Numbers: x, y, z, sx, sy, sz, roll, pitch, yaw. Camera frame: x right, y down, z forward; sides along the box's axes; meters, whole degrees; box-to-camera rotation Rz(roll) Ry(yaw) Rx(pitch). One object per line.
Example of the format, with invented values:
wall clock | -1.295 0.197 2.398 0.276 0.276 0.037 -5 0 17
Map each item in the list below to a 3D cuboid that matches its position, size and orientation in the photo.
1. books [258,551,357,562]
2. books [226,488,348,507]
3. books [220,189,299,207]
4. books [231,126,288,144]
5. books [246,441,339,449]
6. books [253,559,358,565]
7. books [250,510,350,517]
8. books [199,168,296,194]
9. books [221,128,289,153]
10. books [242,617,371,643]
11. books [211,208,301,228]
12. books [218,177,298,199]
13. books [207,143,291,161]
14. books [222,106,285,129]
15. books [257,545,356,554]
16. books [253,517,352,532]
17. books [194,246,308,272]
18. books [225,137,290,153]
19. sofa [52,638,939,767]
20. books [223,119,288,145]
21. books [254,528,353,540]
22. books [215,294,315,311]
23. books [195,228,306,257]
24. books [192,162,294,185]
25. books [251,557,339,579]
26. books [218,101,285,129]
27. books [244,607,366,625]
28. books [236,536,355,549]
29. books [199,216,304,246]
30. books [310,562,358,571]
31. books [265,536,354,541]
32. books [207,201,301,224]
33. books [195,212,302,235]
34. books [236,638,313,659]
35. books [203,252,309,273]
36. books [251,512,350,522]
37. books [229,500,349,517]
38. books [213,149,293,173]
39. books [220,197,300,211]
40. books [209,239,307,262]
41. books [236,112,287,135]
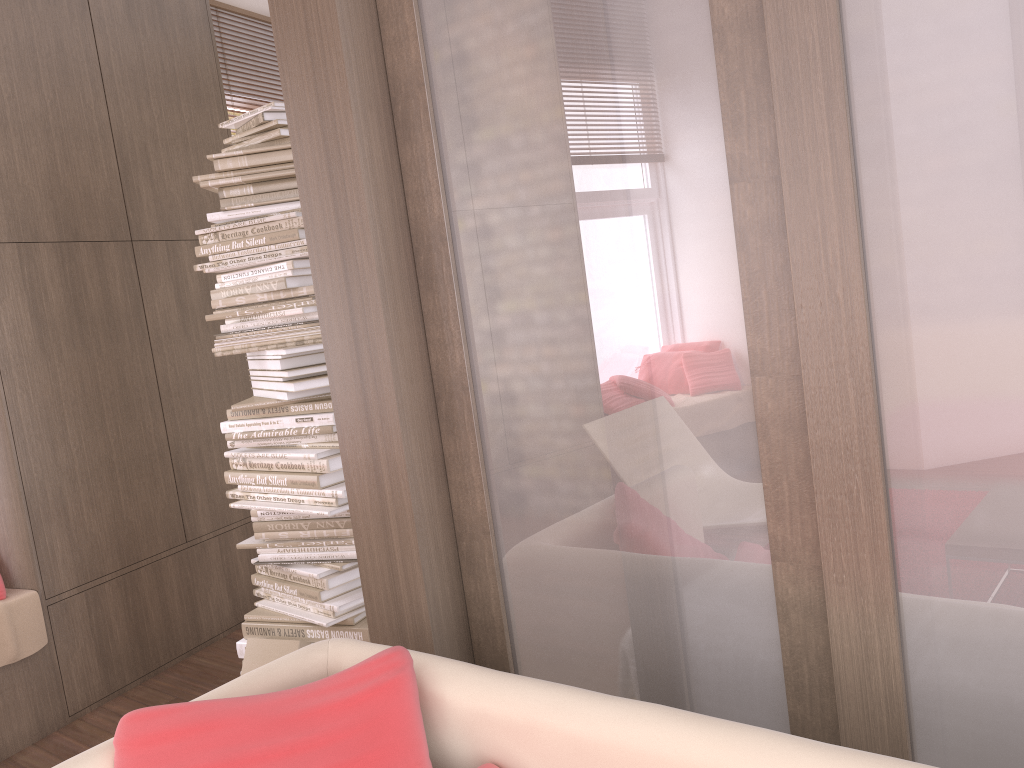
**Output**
books | -0.622 0.551 3.077 0.396 0.024 0.310 -6 6 20
books | -0.660 0.350 3.115 0.612 0.028 0.399 -3 8 40
books | -0.778 -0.627 3.027 0.371 0.036 0.211 -8 6 0
books | -0.779 -0.829 2.976 0.258 0.010 0.183 -5 7 25
books | -0.635 0.180 3.082 0.542 0.020 0.320 -3 8 40
books | -0.630 0.568 3.077 0.413 0.006 0.322 -6 6 20
books | -0.644 0.397 3.061 0.396 0.024 0.310 -6 6 20
books | -0.808 -0.687 2.996 0.412 0.019 0.259 -8 6 0
books | -0.801 -0.810 2.990 0.327 0.023 0.198 -3 8 40
books | -0.617 0.798 3.069 0.518 0.057 0.341 -5 7 25
books | -0.777 -0.565 3.025 0.416 0.015 0.245 -6 6 20
books | -0.784 -0.664 3.023 0.371 0.036 0.211 -8 6 0
books | -0.795 -0.765 2.974 0.366 0.012 0.287 -8 6 0
books | -0.797 -0.883 2.960 0.277 0.008 0.216 -3 8 40
books | -0.628 0.529 3.082 0.405 0.018 0.300 -6 6 20
books | -0.637 0.444 3.066 0.396 0.033 0.310 -6 6 20
books | -0.798 -0.432 3.037 0.470 0.022 0.306 -6 6 20
books | -0.787 -0.786 2.979 0.272 0.023 0.201 -6 6 20
sofa | 0.244 0.886 0.788 2.204 0.751 0.919 -3 8 40
books | -0.797 -0.841 2.978 0.303 0.015 0.202 -3 8 40
books | -0.633 0.473 3.069 0.396 0.024 0.310 -6 6 20
books | -0.782 -0.286 3.051 0.395 0.009 0.233 -6 6 15
books | -0.815 -0.480 3.029 0.401 0.035 0.315 -6 6 20
books | -0.822 -0.707 2.999 0.435 0.019 0.248 -8 6 0
books | -0.661 0.597 3.110 0.422 0.016 0.330 -2 8 45
books | -0.809 -0.895 2.974 0.313 0.014 0.204 -3 8 40
books | -0.639 0.756 3.103 0.450 0.022 0.364 -5 7 25
books | -0.669 0.515 3.096 0.488 0.018 0.296 -6 6 20
books | -0.797 -0.521 3.038 0.416 0.035 0.323 -6 6 20
books | -0.617 0.576 3.091 0.448 0.016 0.264 -2 8 45
books | -0.618 0.495 3.087 0.385 0.008 0.274 -6 6 20
books | -0.789 -0.581 3.004 0.404 0.026 0.266 -8 6 0
books | -0.820 -0.543 3.022 0.392 0.015 0.306 -6 6 20
books | -0.649 0.861 3.082 0.469 0.057 0.364 -5 7 25
books | -0.770 -0.414 3.003 0.416 0.012 0.324 -6 6 20
books | -0.643 0.418 3.070 0.405 0.018 0.300 -6 6 20
books | -0.641 0.377 3.062 0.542 0.016 0.423 -3 8 40
books | -0.784 -0.741 2.982 0.351 0.036 0.275 -8 6 0
books | -0.766 -0.602 2.993 0.351 0.010 0.284 -8 6 0
books | -0.751 -0.460 3.023 0.434 0.019 0.324 -6 6 20
books | -0.788 -0.865 2.970 0.193 0.029 0.260 -12 7 -35
